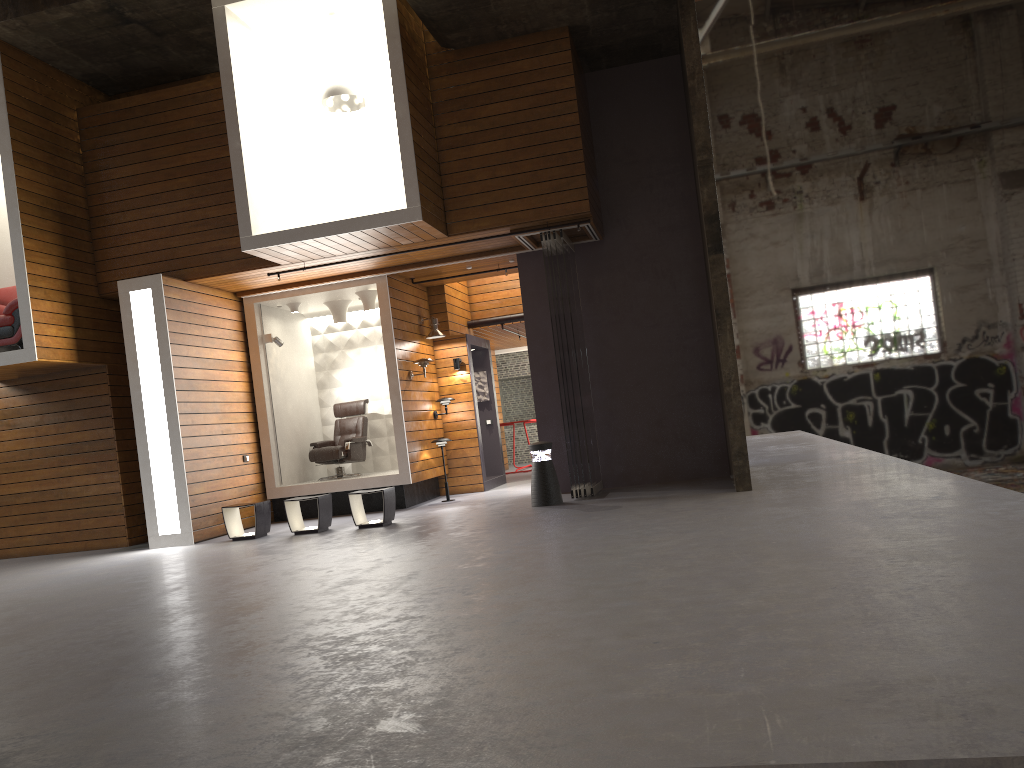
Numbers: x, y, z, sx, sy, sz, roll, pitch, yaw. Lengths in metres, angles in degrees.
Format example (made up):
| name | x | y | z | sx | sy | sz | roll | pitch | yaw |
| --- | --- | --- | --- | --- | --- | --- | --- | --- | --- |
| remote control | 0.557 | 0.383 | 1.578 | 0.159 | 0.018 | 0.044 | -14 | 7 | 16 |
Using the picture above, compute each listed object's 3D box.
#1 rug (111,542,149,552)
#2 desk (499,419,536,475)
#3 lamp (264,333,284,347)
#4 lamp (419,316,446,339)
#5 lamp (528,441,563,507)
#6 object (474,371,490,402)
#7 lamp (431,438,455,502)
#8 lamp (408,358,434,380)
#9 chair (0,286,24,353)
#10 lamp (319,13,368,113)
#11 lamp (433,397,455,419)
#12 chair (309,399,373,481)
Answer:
| name | x | y | z | sx | sy | sz | roll | pitch | yaw |
| --- | --- | --- | --- | --- | --- | --- | --- | --- | --- |
| rug | -4.269 | 1.938 | 11.005 | 0.541 | 0.014 | 1.577 | -7 | -3 | 12 |
| desk | 0.190 | 1.228 | 17.551 | 0.845 | 0.985 | 1.715 | -7 | -2 | 12 |
| lamp | -3.176 | -0.581 | 11.816 | 0.248 | 0.188 | 0.129 | -6 | -1 | -19 |
| lamp | -1.116 | -0.813 | 12.447 | 0.346 | 0.331 | 0.294 | -7 | -1 | 14 |
| lamp | 0.347 | 0.978 | 9.720 | 0.349 | 0.696 | 0.347 | -7 | 0 | 18 |
| object | -0.571 | 0.053 | 14.155 | 0.380 | 0.478 | 0.048 | -7 | 0 | 12 |
| lamp | -0.908 | 1.149 | 11.924 | 0.287 | 0.862 | 0.288 | -7 | 0 | -2 |
| lamp | -1.193 | -0.206 | 11.718 | 0.352 | 0.271 | 0.288 | -7 | -1 | 12 |
| chair | -5.835 | -0.765 | 10.358 | 1.201 | 0.937 | 0.952 | -7 | -1 | 12 |
| lamp | -1.916 | -3.581 | 9.772 | 0.531 | 0.987 | 0.529 | -7 | -1 | 25 |
| lamp | -0.956 | 0.333 | 12.590 | 0.327 | 0.297 | 0.288 | -7 | -1 | 12 |
| chair | -2.431 | 0.787 | 12.551 | 0.757 | 1.071 | 0.823 | -7 | -1 | 27 |
